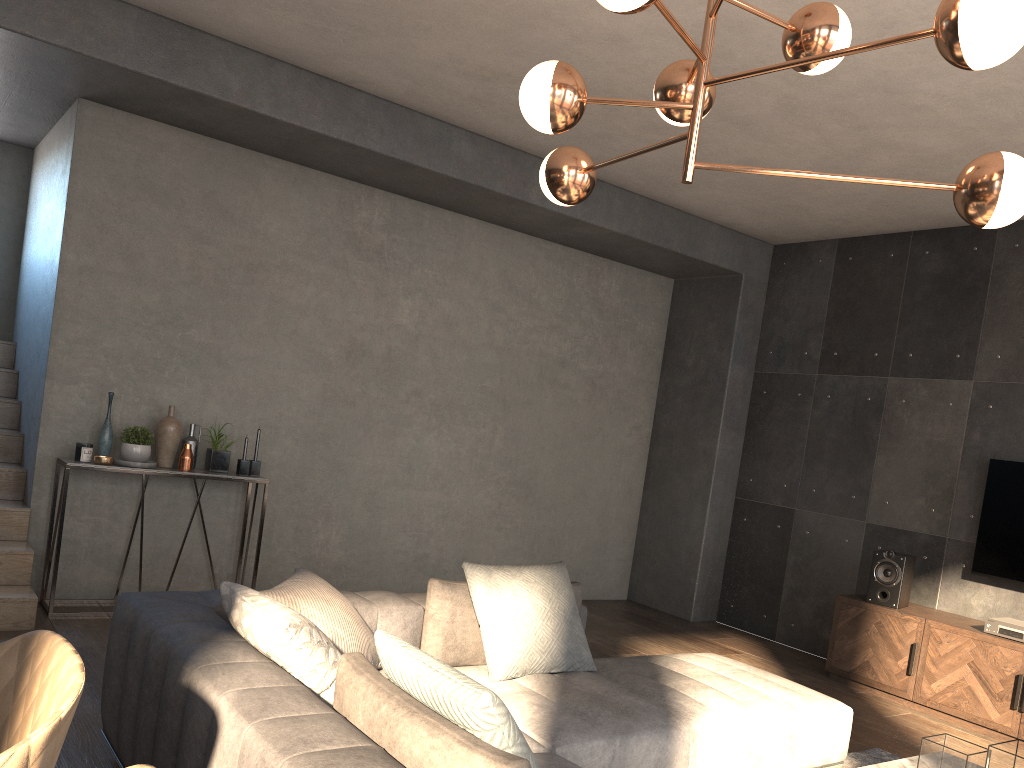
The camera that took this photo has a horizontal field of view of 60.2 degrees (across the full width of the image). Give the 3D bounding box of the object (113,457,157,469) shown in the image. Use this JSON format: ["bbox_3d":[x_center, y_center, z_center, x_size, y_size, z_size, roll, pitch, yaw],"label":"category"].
[{"bbox_3d":[-2.108,0.442,4.934,0.229,0.031,0.228,10,-3,-30],"label":"object"}]

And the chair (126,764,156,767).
[{"bbox_3d":[-0.693,0.878,0.968,0.512,0.839,0.551,8,1,-26],"label":"chair"}]

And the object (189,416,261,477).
[{"bbox_3d":[-1.697,0.359,5.235,0.401,0.338,0.315,8,0,6],"label":"object"}]

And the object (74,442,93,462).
[{"bbox_3d":[-2.320,0.371,4.785,0.084,0.098,0.084,8,0,12],"label":"object"}]

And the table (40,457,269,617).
[{"bbox_3d":[-2.030,0.890,5.077,1.107,0.823,0.297,9,1,-36],"label":"table"}]

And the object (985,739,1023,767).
[{"bbox_3d":[1.570,1.248,2.675,0.197,0.262,0.198,8,1,-36],"label":"object"}]

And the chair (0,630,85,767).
[{"bbox_3d":[-1.051,0.850,1.459,0.513,0.839,0.551,7,1,-42],"label":"chair"}]

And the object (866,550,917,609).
[{"bbox_3d":[2.406,1.223,5.603,0.197,0.355,0.250,9,1,39],"label":"object"}]

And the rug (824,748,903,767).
[{"bbox_3d":[1.053,1.627,2.763,3.162,0.020,1.718,10,-3,-36],"label":"rug"}]

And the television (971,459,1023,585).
[{"bbox_3d":[3.287,0.857,4.973,0.057,0.737,1.257,6,0,-36],"label":"television"}]

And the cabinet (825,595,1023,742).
[{"bbox_3d":[2.958,1.727,4.908,0.543,0.552,2.393,8,-2,-36],"label":"cabinet"}]

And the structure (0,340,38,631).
[{"bbox_3d":[-3.530,0.360,4.817,1.515,1.426,2.245,8,-1,-36],"label":"structure"}]

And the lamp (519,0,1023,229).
[{"bbox_3d":[0.573,-1.023,2.252,1.455,1.041,1.019,8,0,30],"label":"lamp"}]

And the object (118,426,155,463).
[{"bbox_3d":[-2.092,0.344,4.929,0.186,0.228,0.196,8,0,33],"label":"object"}]

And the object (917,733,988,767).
[{"bbox_3d":[1.393,1.249,2.803,0.150,0.221,0.147,7,1,-36],"label":"object"}]

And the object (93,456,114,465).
[{"bbox_3d":[-2.211,0.415,4.782,0.100,0.041,0.098,10,-2,-37],"label":"object"}]

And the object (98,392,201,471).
[{"bbox_3d":[-2.018,0.277,5.011,0.565,0.391,0.223,9,0,-41],"label":"object"}]

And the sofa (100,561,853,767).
[{"bbox_3d":[0.292,1.147,3.162,2.928,0.786,2.011,10,-3,-36],"label":"sofa"}]

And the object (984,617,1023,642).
[{"bbox_3d":[2.947,1.399,4.853,0.272,0.088,0.569,10,-3,-36],"label":"object"}]

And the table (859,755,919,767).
[{"bbox_3d":[1.557,1.541,2.814,0.936,0.310,0.924,10,-3,-36],"label":"table"}]
